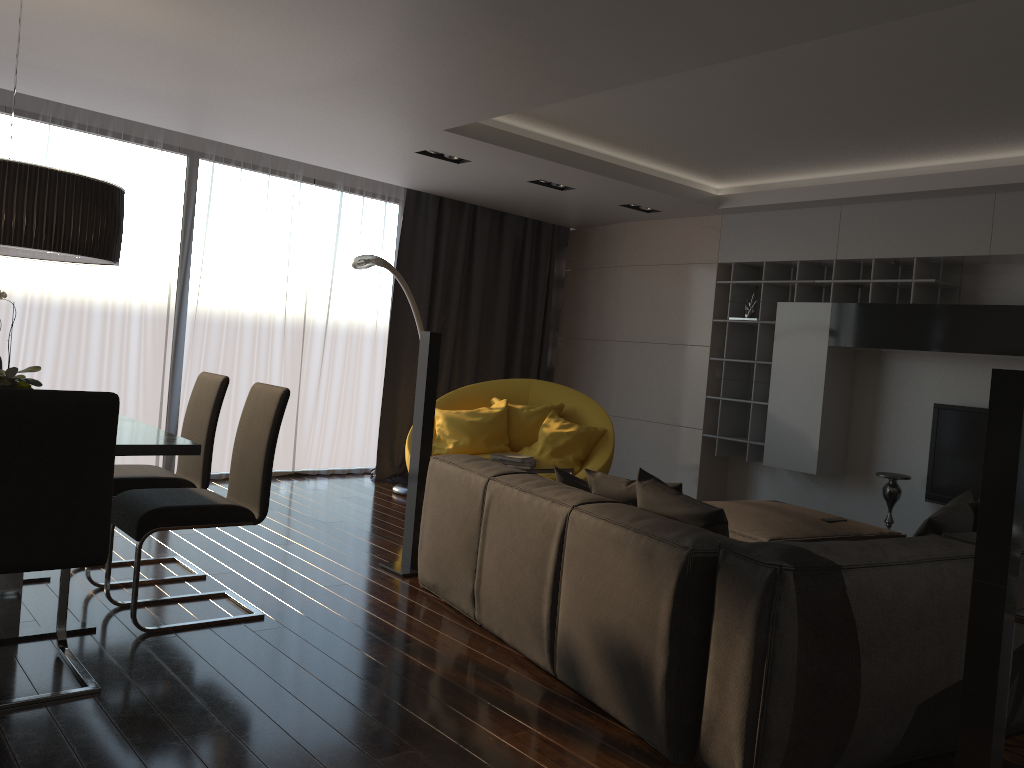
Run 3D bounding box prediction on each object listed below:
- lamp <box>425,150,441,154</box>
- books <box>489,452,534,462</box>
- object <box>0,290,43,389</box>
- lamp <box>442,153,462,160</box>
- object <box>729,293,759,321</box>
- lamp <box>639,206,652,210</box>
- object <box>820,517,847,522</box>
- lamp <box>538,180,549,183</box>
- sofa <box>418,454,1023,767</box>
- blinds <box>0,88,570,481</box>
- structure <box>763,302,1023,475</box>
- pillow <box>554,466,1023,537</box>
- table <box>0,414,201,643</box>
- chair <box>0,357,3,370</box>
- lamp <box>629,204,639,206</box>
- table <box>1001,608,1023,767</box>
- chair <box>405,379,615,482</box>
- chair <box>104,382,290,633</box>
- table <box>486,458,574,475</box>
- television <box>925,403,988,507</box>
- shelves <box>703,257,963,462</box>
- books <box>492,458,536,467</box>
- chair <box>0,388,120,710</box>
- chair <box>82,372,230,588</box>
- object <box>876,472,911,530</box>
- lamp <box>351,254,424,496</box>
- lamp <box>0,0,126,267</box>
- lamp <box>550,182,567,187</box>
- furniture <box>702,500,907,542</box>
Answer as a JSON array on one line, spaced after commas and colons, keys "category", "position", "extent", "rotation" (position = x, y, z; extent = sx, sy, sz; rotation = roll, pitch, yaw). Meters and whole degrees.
[{"category": "lamp", "position": [-0.539, -1.613, 6.000], "extent": [0.186, 0.077, 0.167], "rotation": [3, 3, -45]}, {"category": "books", "position": [-0.002, 0.423, 5.080], "extent": [0.197, 0.022, 0.161], "rotation": [6, 2, 26]}, {"category": "object", "position": [-2.012, -0.112, 3.338], "extent": [0.327, 0.501, 0.543], "rotation": [4, 2, -44]}, {"category": "lamp", "position": [-0.395, -1.605, 6.123], "extent": [0.185, 0.077, 0.169], "rotation": [4, 2, -28]}, {"category": "object", "position": [1.983, -0.623, 7.190], "extent": [0.300, 0.227, 0.269], "rotation": [4, 2, -40]}, {"category": "lamp", "position": [1.155, -1.513, 7.446], "extent": [0.185, 0.077, 0.169], "rotation": [4, 2, -28]}, {"category": "object", "position": [1.805, 0.760, 4.929], "extent": [0.219, 0.015, 0.048], "rotation": [3, 3, -41]}, {"category": "lamp", "position": [0.235, -1.568, 6.661], "extent": [0.184, 0.077, 0.170], "rotation": [4, 2, -21]}, {"category": "sofa", "position": [1.285, 0.814, 4.084], "extent": [2.869, 0.703, 2.366], "rotation": [4, 2, -30]}, {"category": "blinds", "position": [-2.385, -0.678, 6.394], "extent": [0.709, 2.893, 7.905], "rotation": [6, 2, 43]}, {"category": "structure", "position": [2.974, 0.359, 5.924], "extent": [0.507, 1.766, 2.731], "rotation": [4, 2, -40]}, {"category": "pillow", "position": [1.116, 0.568, 3.434], "extent": [2.063, 0.431, 1.076], "rotation": [5, 2, 11]}, {"category": "table", "position": [-2.070, 0.513, 3.463], "extent": [1.097, 0.760, 1.516], "rotation": [4, 2, -40]}, {"category": "chair", "position": [-2.581, 0.344, 4.086], "extent": [0.451, 0.964, 0.541], "rotation": [4, 1, -40]}, {"category": "lamp", "position": [1.011, -1.522, 7.322], "extent": [0.184, 0.077, 0.170], "rotation": [4, 2, -21]}, {"category": "table", "position": [1.820, 0.986, 2.643], "extent": [0.633, 0.563, 0.426], "rotation": [4, 2, -40]}, {"category": "chair", "position": [0.002, 0.469, 6.465], "extent": [1.479, 1.005, 1.166], "rotation": [5, 2, 16]}, {"category": "chair", "position": [-1.305, 0.471, 3.663], "extent": [0.603, 0.964, 0.405], "rotation": [4, 1, -40]}, {"category": "table", "position": [-0.039, 0.737, 5.061], "extent": [0.633, 0.563, 0.426], "rotation": [4, 2, -40]}, {"category": "television", "position": [3.301, 0.535, 5.801], "extent": [0.152, 0.714, 1.043], "rotation": [4, 2, -39]}, {"category": "shelves", "position": [2.375, -0.128, 6.769], "extent": [0.400, 1.600, 1.820], "rotation": [4, 2, -40]}, {"category": "books", "position": [0.011, 0.446, 5.078], "extent": [0.228, 0.023, 0.165], "rotation": [5, 2, 8]}, {"category": "chair", "position": [-1.577, 0.476, 2.831], "extent": [0.451, 0.964, 0.541], "rotation": [4, 1, -40]}, {"category": "chair", "position": [-1.726, 0.416, 4.173], "extent": [0.603, 0.964, 0.405], "rotation": [4, 1, -40]}, {"category": "object", "position": [2.665, 0.871, 6.191], "extent": [0.226, 0.474, 0.253], "rotation": [6, 1, 42]}, {"category": "lamp", "position": [-0.163, 0.019, 7.800], "extent": [0.555, 1.778, 4.433], "rotation": [6, 2, 31]}, {"category": "lamp", "position": [-1.938, -1.061, 3.420], "extent": [0.831, 1.102, 0.778], "rotation": [5, 1, -16]}, {"category": "lamp", "position": [0.380, -1.559, 6.784], "extent": [0.185, 0.077, 0.169], "rotation": [4, 2, -28]}, {"category": "furniture", "position": [1.494, 0.928, 5.080], "extent": [1.147, 0.439, 1.045], "rotation": [4, 2, -30]}]
